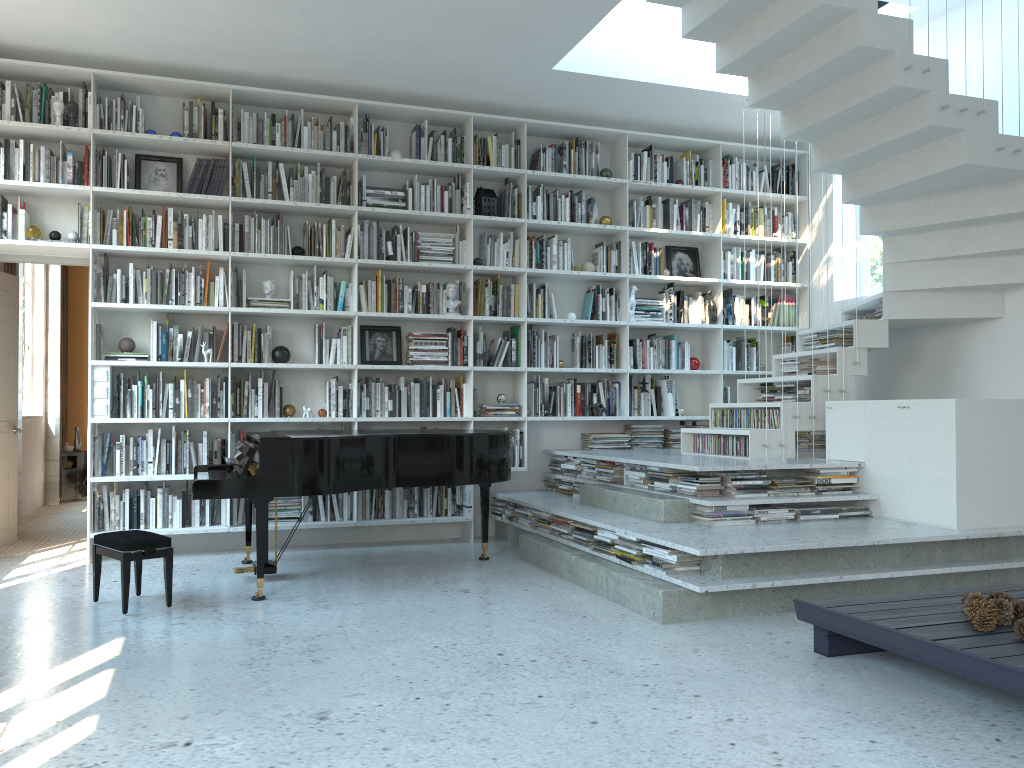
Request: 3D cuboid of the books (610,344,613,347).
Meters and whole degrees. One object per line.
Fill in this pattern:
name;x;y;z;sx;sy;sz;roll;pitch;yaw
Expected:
books;0.766;-0.213;7.025;0.016;0.205;0.141;0;-1;-19

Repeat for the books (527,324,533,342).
books;0.133;-0.286;6.812;0.007;0.342;0.149;0;-1;-19

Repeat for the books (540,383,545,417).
books;0.206;0.122;6.797;0.023;0.256;0.178;0;-1;-19

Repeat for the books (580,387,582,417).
books;0.505;0.135;6.925;0.025;0.237;0.156;0;-1;-19

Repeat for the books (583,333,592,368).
books;0.592;-0.254;6.968;0.007;0.285;0.159;0;-1;-19

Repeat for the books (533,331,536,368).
books;0.153;-0.257;6.793;0.005;0.283;0.159;0;-1;-19

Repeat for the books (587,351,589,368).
books;0.564;-0.216;6.972;0.031;0.208;0.122;0;-1;-19

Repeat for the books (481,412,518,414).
books;-0.097;0.216;6.651;0.254;0.012;0.161;0;-2;-13

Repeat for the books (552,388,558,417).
books;0.317;0.144;6.852;0.011;0.217;0.175;0;-1;-19

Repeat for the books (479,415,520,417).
books;-0.096;0.240;6.648;0.285;0.012;0.159;0;-2;-16

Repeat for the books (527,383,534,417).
books;0.138;0.124;6.793;0.012;0.254;0.161;0;-1;-19

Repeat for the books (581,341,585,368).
books;0.531;-0.221;6.925;0.016;0.215;0.177;0;-1;-19

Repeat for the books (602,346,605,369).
books;0.683;-0.203;6.977;0.019;0.183;0.190;0;-1;-19

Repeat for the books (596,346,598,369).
books;0.630;-0.203;6.952;0.018;0.182;0.182;0;-1;-19

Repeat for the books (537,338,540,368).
books;0.175;-0.229;6.792;0.011;0.226;0.188;0;-1;-19

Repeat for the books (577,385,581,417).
books;0.483;0.131;6.902;0.031;0.244;0.184;0;-1;-19

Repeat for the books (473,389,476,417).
books;-0.301;0.142;6.648;0.030;0.210;0.136;0;-1;-19

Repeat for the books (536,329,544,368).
books;0.209;-0.264;6.811;0.014;0.297;0.175;0;-1;-19

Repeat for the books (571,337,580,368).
books;0.495;-0.238;6.929;0.019;0.251;0.130;0;-1;-19

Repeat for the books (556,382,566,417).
books;0.377;0.119;6.877;0.014;0.268;0.171;0;-1;-19

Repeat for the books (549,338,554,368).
books;0.284;-0.233;6.849;0.015;0.238;0.176;0;-1;-19

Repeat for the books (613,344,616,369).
books;0.783;-0.212;7.020;0.013;0.204;0.158;0;-1;-19

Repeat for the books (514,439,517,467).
books;0.005;0.513;6.623;0.011;0.212;0.178;0;-1;-19

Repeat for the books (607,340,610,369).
books;0.734;-0.226;7.012;0.021;0.231;0.155;0;-1;-19

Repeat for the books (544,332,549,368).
books;0.251;-0.257;6.848;0.006;0.285;0.159;0;-1;-19

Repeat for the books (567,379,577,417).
books;0.464;0.107;6.893;0.012;0.293;0.175;0;-1;-19

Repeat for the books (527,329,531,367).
books;0.108;-0.263;6.787;0.018;0.295;0.177;0;-1;-19

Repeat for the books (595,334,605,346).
books;0.693;-0.248;6.985;0.006;0.274;0.173;0;-1;-19

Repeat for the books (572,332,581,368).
books;0.507;-0.257;6.947;0.016;0.289;0.131;0;-1;-19

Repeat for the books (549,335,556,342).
books;0.311;-0.244;6.860;0.014;0.261;0.142;0;-1;-19

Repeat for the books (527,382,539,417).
books;0.162;0.119;6.780;0.023;0.262;0.186;0;-1;-19

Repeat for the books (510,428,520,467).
books;0.017;0.477;6.636;0.021;0.285;0.172;0;-1;-19

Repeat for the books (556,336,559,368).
books;0.323;-0.239;6.865;0.013;0.251;0.172;0;-1;-19

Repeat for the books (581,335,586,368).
books;0.541;-0.243;6.944;0.015;0.262;0.149;0;-1;-19

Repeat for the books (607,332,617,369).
books;0.795;-0.258;7.017;0.007;0.295;0.162;0;-1;-19

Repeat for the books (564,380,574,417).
books;0.445;0.111;6.909;0.012;0.285;0.159;0;-1;-19

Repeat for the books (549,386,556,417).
books;0.281;0.136;6.838;0.065;0.231;0.162;0;-1;-19

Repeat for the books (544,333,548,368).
books;0.238;-0.248;6.826;0.012;0.267;0.183;0;-1;-19

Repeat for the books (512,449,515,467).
books;-0.012;0.506;6.635;0.012;0.225;0.149;0;-1;-19

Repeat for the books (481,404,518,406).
books;-0.095;0.156;6.645;0.254;0.012;0.161;0;-2;-10

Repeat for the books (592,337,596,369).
books;0.613;-0.238;6.947;0.018;0.251;0.184;0;-1;-19

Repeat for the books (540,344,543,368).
books;0.196;-0.208;6.807;0.013;0.186;0.184;0;-1;-19

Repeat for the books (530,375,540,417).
books;0.177;0.092;6.787;0.010;0.316;0.187;0;-1;-19

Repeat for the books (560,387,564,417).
books;0.358;0.139;6.873;0.024;0.228;0.159;0;-1;-19

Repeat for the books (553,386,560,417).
books;0.332;0.135;6.868;0.029;0.234;0.142;0;-1;-19

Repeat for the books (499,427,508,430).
books;-0.073;0.469;6.625;0.032;0.300;0.149;0;-1;-19

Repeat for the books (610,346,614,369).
books;0.760;-0.201;6.993;0.016;0.180;0.189;0;-1;-19

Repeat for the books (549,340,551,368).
books;0.270;-0.225;6.854;0.008;0.223;0.134;0;-1;-19

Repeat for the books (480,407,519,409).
books;-0.095;0.180;6.643;0.254;0.012;0.161;1;-2;-19

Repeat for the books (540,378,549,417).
books;0.231;0.104;6.805;0.030;0.294;0.188;0;-1;-19

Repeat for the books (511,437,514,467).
books;-0.024;0.506;6.613;0.026;0.224;0.175;0;-1;-19

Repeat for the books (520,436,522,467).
books;0.045;0.503;6.653;0.013;0.233;0.149;0;-1;-19

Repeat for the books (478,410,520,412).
books;-0.096;0.204;6.649;0.285;0.012;0.159;0;-2;-16

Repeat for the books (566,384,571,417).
books;0.411;0.127;6.877;0.025;0.252;0.181;0;-1;-19

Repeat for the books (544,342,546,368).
books;0.222;-0.216;6.833;0.013;0.203;0.167;0;-1;-19

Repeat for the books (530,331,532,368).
books;0.120;-0.256;6.789;0.006;0.281;0.155;0;-1;-19

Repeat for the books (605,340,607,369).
books;0.705;-0.226;6.988;0.018;0.229;0.182;0;-1;-19

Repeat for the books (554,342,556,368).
books;0.299;-0.218;6.850;0.014;0.207;0.180;0;-1;-19

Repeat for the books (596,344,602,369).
books;0.665;-0.209;6.976;0.015;0.195;0.175;0;-1;-19
